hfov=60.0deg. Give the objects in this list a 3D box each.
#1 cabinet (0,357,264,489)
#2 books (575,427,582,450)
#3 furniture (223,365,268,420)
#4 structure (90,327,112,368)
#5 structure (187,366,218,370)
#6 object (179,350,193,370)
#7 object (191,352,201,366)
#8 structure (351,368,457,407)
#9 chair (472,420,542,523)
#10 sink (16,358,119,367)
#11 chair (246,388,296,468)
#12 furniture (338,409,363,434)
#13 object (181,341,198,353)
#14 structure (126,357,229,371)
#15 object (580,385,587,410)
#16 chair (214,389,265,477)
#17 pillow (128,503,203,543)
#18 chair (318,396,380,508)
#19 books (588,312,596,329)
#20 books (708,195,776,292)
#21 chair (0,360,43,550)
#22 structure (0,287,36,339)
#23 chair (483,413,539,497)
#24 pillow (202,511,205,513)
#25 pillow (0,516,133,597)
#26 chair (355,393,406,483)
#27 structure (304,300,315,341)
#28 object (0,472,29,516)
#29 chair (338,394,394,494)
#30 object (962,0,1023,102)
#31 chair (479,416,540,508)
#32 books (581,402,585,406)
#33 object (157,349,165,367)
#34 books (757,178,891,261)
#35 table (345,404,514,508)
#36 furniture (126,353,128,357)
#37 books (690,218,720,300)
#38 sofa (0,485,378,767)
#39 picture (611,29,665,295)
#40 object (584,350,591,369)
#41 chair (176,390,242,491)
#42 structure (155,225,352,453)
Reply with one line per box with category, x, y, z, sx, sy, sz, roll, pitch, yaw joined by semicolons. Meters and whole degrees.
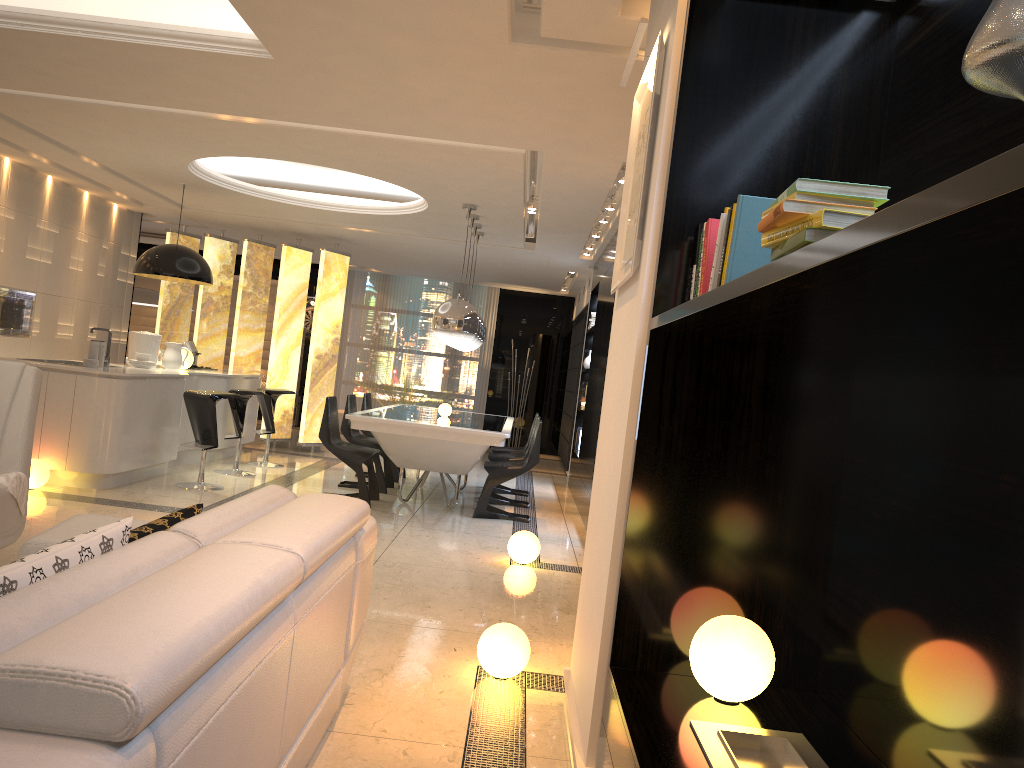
cabinet;-3.388;0.290;8.292;1.046;0.887;3.752;7;0;1
books;0.859;0.650;10.409;0.210;0.270;0.236;7;0;0
furniture;-4.577;0.132;15.218;1.312;0.810;1.107;7;0;1
structure;-3.319;-0.296;7.114;0.177;0.310;0.089;7;0;1
structure;-3.515;-0.193;9.441;0.502;0.026;0.811;7;0;1
object;-3.217;-0.246;8.639;0.212;0.214;0.213;7;1;-39
object;-3.479;-0.275;9.440;0.266;0.147;0.253;7;1;44
structure;-1.699;0.322;13.818;1.275;1.142;1.282;6;1;-43
chair;-0.029;0.714;7.574;0.496;0.858;0.523;7;0;1
sink;-3.553;-0.095;7.145;0.485;0.152;0.738;7;0;1
chair;-2.487;0.441;9.106;0.380;0.789;0.380;7;1;-32
furniture;-2.662;0.597;14.243;0.735;0.357;0.735;7;0;3
object;-3.476;-0.361;9.437;0.249;0.212;0.256;7;1;36
structure;-5.565;0.028;12.737;2.912;0.812;1.659;7;0;1
object;0.880;0.143;9.958;0.177;0.311;0.177;7;0;1
chair;-2.537;0.441;8.273;0.380;0.789;0.380;7;0;-17
pillow;-1.016;0.482;2.158;0.323;0.355;0.524;7;0;1
chair;-1.346;0.556;7.467;0.496;0.858;0.523;7;0;1
books;1.019;-0.725;10.339;0.259;0.188;0.302;7;0;7
books;0.584;-0.282;2.067;0.212;0.261;0.210;7;0;1
chair;-2.533;0.374;3.812;1.027;0.991;0.983;7;0;0
structure;-4.977;-0.699;8.479;0.446;0.450;0.659;7;0;1
chair;-0.007;0.704;9.230;0.496;0.858;0.523;7;0;1
pillow;-1.024;0.512;2.616;0.351;0.329;0.521;7;0;1
pillow;-0.977;0.475;1.700;0.255;0.399;0.526;7;0;1
chair;-1.324;0.546;9.183;0.496;0.858;0.523;7;0;1
structure;-3.301;-1.044;14.621;0.669;0.669;0.048;7;0;1
object;-2.762;0.546;3.762;1.347;0.580;0.972;7;1;38
chair;-1.335;0.551;8.334;0.496;0.858;0.523;7;0;1
object;0.658;-0.327;1.115;0.181;0.381;0.181;7;0;-5
chair;-0.018;0.709;8.424;0.496;0.858;0.523;7;0;1
books;0.908;0.260;10.338;0.209;0.073;0.266;7;0;4
object;-3.432;-0.251;8.571;0.211;0.174;0.211;6;1;-42
books;0.599;-0.247;1.624;0.260;0.197;0.296;7;0;3
table;-0.680;0.679;8.332;1.293;0.759;3.031;7;0;1
furniture;-6.471;-0.096;15.241;1.312;0.810;1.107;7;0;1
books;0.584;-0.288;2.299;0.208;0.270;0.240;7;0;1
sofa;-1.087;0.681;2.099;1.145;0.754;2.328;7;0;1
picture;0.409;-0.682;2.914;0.027;0.729;0.610;7;0;1
object;0.954;-0.359;10.331;0.210;0.395;0.180;7;0;4
chair;-2.511;0.452;7.270;0.380;0.789;0.380;7;1;33
structure;-3.203;-0.546;10.783;2.180;2.555;0.448;7;0;1
